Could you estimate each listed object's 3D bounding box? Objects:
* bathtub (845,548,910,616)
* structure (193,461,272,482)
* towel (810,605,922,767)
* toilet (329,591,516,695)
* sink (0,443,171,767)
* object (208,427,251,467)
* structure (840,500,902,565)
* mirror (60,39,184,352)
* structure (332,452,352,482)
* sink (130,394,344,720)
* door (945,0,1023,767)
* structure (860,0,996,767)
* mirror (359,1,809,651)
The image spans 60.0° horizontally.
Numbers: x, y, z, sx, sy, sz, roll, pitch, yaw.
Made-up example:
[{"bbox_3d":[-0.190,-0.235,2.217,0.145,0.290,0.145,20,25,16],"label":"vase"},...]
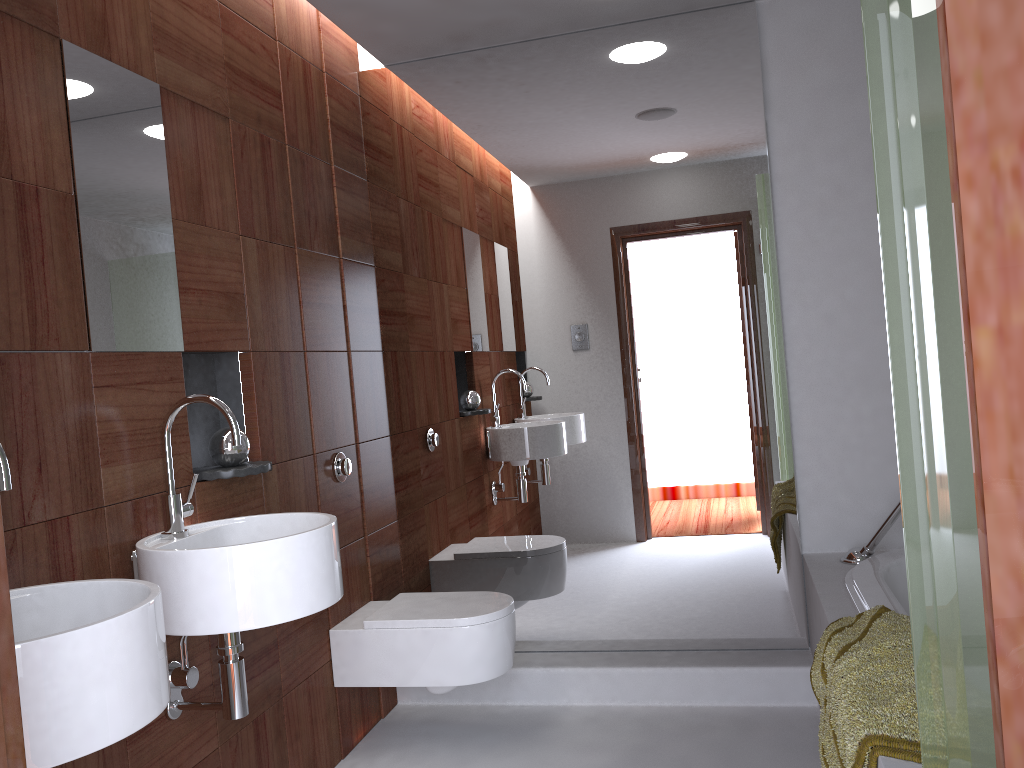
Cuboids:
[{"bbox_3d":[1.297,0.743,2.031,0.881,0.424,1.683,-5,1,14],"label":"bathtub"},{"bbox_3d":[-0.727,0.221,2.265,0.222,0.023,0.220,-5,1,4],"label":"structure"},{"bbox_3d":[0.829,0.768,1.810,0.349,0.452,0.890,-5,1,8],"label":"towel"},{"bbox_3d":[-0.250,0.845,2.822,0.547,0.284,0.329,-5,1,14],"label":"toilet"},{"bbox_3d":[-0.732,0.395,1.301,0.417,0.715,0.415,-5,1,14],"label":"sink"},{"bbox_3d":[-0.866,0.183,1.655,0.104,0.104,1.350,-5,1,14],"label":"object"},{"bbox_3d":[1.152,0.483,2.801,0.239,0.257,0.112,-4,1,45],"label":"structure"},{"bbox_3d":[-0.850,-0.388,1.955,0.010,0.635,0.316,-5,1,14],"label":"mirror"},{"bbox_3d":[-0.547,0.270,2.882,0.034,0.098,0.098,-5,1,14],"label":"structure"},{"bbox_3d":[-0.584,0.372,1.914,0.417,0.715,0.415,-5,1,14],"label":"sink"},{"bbox_3d":[0.283,0.111,0.076,0.095,1.780,0.708,-5,1,-10],"label":"door"},{"bbox_3d":[0.951,0.033,0.788,1.015,2.079,0.765,-5,1,14],"label":"structure"},{"bbox_3d":[0.219,-0.135,3.159,1.433,2.183,0.019,-5,1,14],"label":"mirror"}]
